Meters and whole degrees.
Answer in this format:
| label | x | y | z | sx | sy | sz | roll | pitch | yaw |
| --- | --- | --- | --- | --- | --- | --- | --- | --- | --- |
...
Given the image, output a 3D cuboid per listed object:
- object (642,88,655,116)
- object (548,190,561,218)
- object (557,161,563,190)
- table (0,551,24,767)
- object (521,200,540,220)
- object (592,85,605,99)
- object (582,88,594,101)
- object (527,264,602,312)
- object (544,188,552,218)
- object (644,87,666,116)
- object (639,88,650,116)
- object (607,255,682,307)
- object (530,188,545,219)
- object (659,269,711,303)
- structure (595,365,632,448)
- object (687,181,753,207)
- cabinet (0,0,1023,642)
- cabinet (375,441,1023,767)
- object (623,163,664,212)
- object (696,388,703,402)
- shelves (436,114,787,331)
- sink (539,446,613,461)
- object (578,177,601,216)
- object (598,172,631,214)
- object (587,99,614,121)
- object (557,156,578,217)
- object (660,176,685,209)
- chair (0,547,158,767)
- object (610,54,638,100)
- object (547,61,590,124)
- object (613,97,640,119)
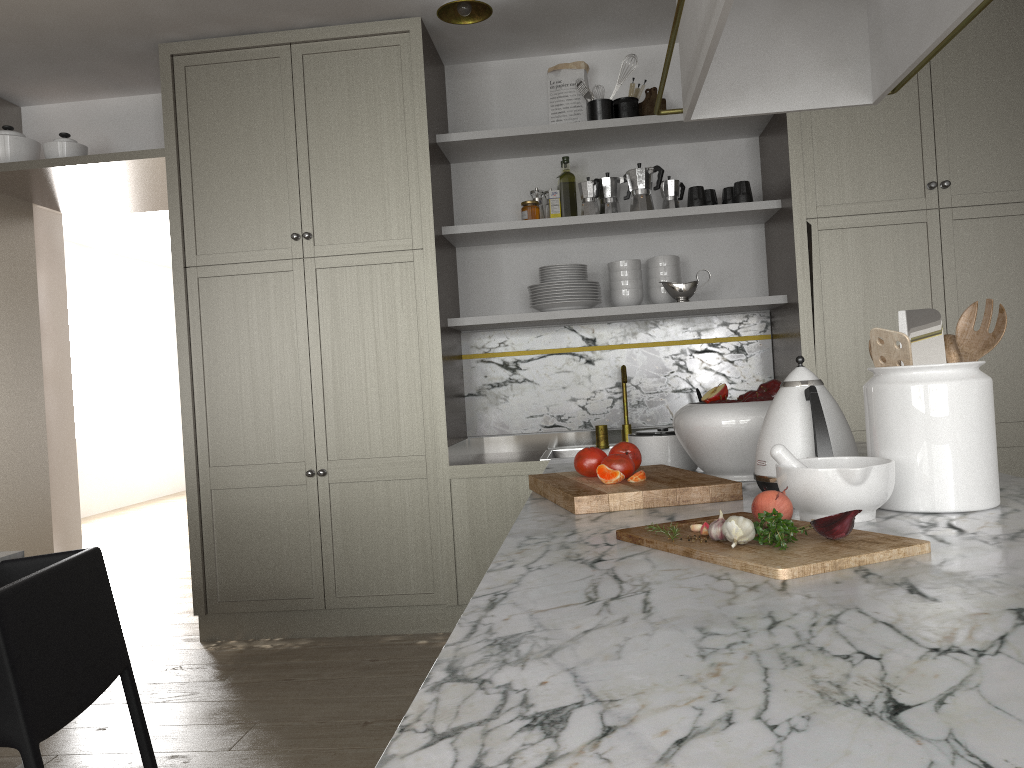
| label | x | y | z | sx | sy | sz | roll | pitch | yaw |
| --- | --- | --- | --- | --- | --- | --- | --- | --- | --- |
| object | 0.591 | -1.153 | 3.714 | 0.092 | 0.183 | 0.038 | -4 | 0 | 15 |
| object | 0.180 | -0.735 | 3.724 | 0.044 | 0.141 | 0.077 | -4 | 0 | 0 |
| object | 0.231 | -0.809 | 3.779 | 0.066 | 0.282 | 0.066 | -4 | 0 | -5 |
| table | -1.798 | 0.765 | 1.518 | 0.870 | 0.583 | 1.781 | -4 | 0 | 5 |
| object | 0.078 | -0.709 | 3.703 | 0.078 | 0.101 | 0.078 | -3 | 0 | -39 |
| object | 0.375 | -1.195 | 3.733 | 0.050 | 0.148 | 0.085 | -4 | 0 | -22 |
| object | 0.353 | -1.152 | 3.718 | 0.098 | 0.199 | 0.059 | -4 | 0 | 25 |
| object | 0.216 | -0.391 | 3.680 | 0.306 | 0.195 | 0.300 | -4 | 0 | 2 |
| object | 0.169 | -0.750 | 3.793 | 0.059 | 0.172 | 0.059 | -4 | 0 | 32 |
| object | 0.598 | -1.154 | 3.705 | 0.092 | 0.183 | 0.038 | -4 | 0 | 15 |
| object | 0.577 | -1.153 | 3.733 | 0.092 | 0.185 | 0.023 | -4 | 0 | 15 |
| object | 0.562 | -0.423 | 3.749 | 0.309 | 0.216 | 0.149 | -4 | 0 | -2 |
| object | 0.110 | -0.747 | 3.764 | 0.059 | 0.172 | 0.059 | -4 | 0 | -22 |
| object | 0.700 | -0.391 | 3.589 | 0.210 | 0.135 | 0.102 | -4 | 0 | -2 |
| structure | 0.416 | 0.098 | 3.718 | 0.167 | 0.347 | 0.195 | -4 | 0 | 13 |
| object | 0.847 | -0.754 | 3.619 | 0.264 | 0.098 | 0.173 | -4 | 0 | 14 |
| cabinet | -0.555 | -0.201 | 3.894 | 5.433 | 2.377 | 0.947 | -4 | 0 | 5 |
| cabinet | 0.457 | 0.551 | 1.337 | 0.870 | 0.721 | 2.360 | -4 | 0 | 5 |
| object | 0.528 | -0.792 | 3.586 | 0.111 | 0.212 | 0.175 | -4 | 0 | -24 |
| object | 0.851 | 0.125 | 3.599 | 0.144 | 0.229 | 0.307 | -3 | 0 | -42 |
| shelves | 0.399 | -0.661 | 3.689 | 1.339 | 0.775 | 0.352 | -4 | 0 | 5 |
| sink | 0.567 | 0.345 | 3.562 | 0.877 | 0.174 | 0.475 | -4 | 0 | 5 |
| object | 0.313 | -0.756 | 3.582 | 0.087 | 0.167 | 0.138 | -4 | 0 | 1 |
| object | 0.418 | -0.785 | 3.718 | 0.175 | 0.212 | 0.111 | -4 | 0 | 41 |
| object | 0.369 | -1.107 | 3.674 | 0.108 | 0.118 | 0.108 | -4 | 0 | -3 |
| object | 0.225 | -0.809 | 3.697 | 0.082 | 0.282 | 0.089 | -4 | 0 | 0 |
| object | 0.659 | -0.777 | 3.675 | 0.087 | 0.167 | 0.138 | -4 | 0 | 29 |
| chair | -1.222 | 0.728 | 2.017 | 0.609 | 0.597 | 0.569 | -4 | 0 | -5 |
| object | 0.450 | -1.248 | 3.619 | 0.135 | 0.187 | 0.070 | -4 | 0 | 8 |
| object | 0.246 | -1.203 | 3.789 | 0.183 | 0.327 | 0.074 | -4 | 0 | 15 |
| object | 0.477 | -1.118 | 3.705 | 0.112 | 0.128 | 0.112 | -4 | 0 | -11 |
